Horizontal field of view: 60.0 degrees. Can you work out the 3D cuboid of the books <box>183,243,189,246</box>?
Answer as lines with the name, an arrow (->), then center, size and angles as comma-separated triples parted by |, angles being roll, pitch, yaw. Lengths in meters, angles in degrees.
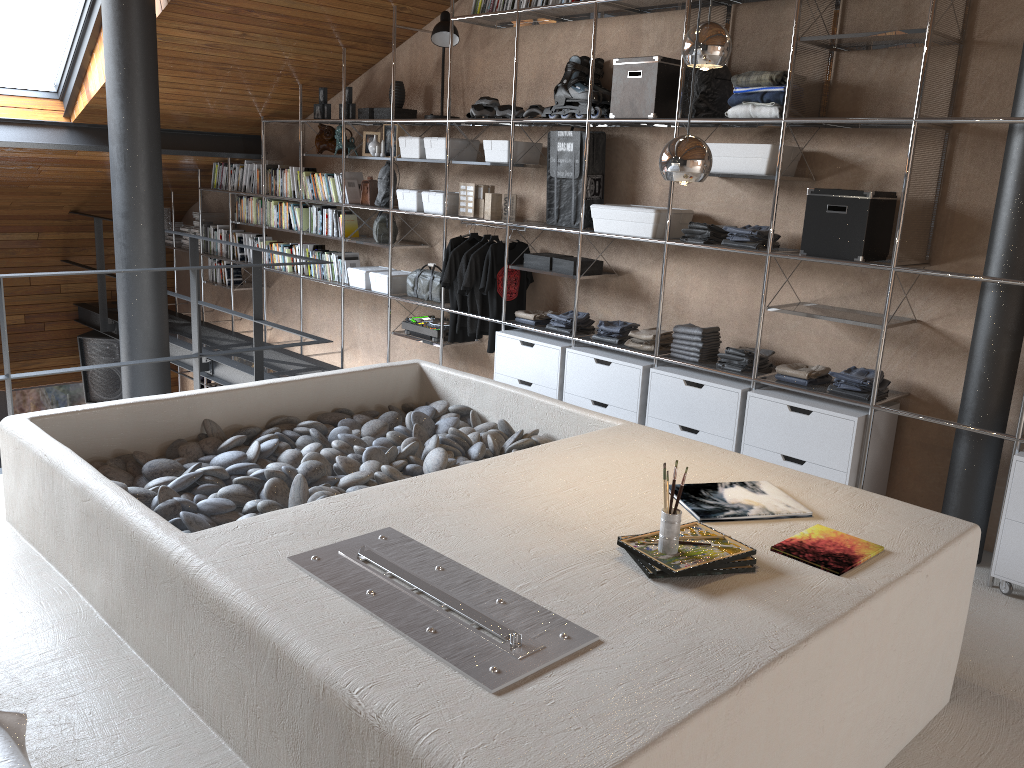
books -> -2.963, -1.323, 8.383 | 0.222, 0.021, 0.174 | -10, 19, -43

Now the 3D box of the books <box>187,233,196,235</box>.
books -> -2.958, -1.417, 8.368 | 0.161, 0.012, 0.206 | 12, 17, 34

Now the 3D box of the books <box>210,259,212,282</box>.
books -> -2.679, -1.036, 8.066 | 0.127, 0.201, 0.011 | -10, 19, -43

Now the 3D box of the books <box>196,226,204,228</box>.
books -> -2.761, -1.438, 8.134 | 0.222, 0.012, 0.160 | -8, 17, -38

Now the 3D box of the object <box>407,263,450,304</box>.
object -> -0.539, -0.685, 5.941 | 0.376, 0.247, 0.166 | 15, 18, 41

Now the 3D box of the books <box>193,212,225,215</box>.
books -> -2.772, -1.562, 8.120 | 0.228, 0.016, 0.182 | -10, 19, -43

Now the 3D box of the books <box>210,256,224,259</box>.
books -> -2.673, -1.053, 8.098 | 0.177, 0.219, 0.008 | -10, 19, -43

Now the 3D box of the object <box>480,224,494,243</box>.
object -> -0.154, -0.888, 5.488 | 0.009, 0.197, 0.387 | 15, 18, 40

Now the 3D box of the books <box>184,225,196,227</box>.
books -> -2.951, -1.489, 8.353 | 0.206, 0.012, 0.161 | -10, 19, -43

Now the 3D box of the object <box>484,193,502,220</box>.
object -> -0.113, -1.068, 5.338 | 0.074, 0.156, 0.079 | -5, 16, -29

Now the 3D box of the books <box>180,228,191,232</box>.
books -> -2.957, -1.455, 8.348 | 0.268, 0.025, 0.176 | -10, 19, -43

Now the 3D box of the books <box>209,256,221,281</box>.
books -> -2.691, -1.056, 8.106 | 0.164, 0.219, 0.010 | -10, 19, -43

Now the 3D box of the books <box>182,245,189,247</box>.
books -> -2.962, -1.304, 8.383 | 0.182, 0.016, 0.234 | 14, 18, 39

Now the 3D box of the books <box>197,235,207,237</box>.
books -> -2.762, -1.361, 8.159 | 0.227, 0.013, 0.160 | -6, 16, -32

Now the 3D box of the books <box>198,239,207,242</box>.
books -> -2.771, -1.326, 8.149 | 0.258, 0.028, 0.180 | -8, 17, -38

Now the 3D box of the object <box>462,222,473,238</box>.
object -> -0.268, -0.963, 5.597 | 0.283, 0.118, 0.016 | -10, 19, -43

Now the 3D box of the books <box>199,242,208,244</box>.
books -> -2.767, -1.307, 8.160 | 0.258, 0.016, 0.181 | -10, 19, -42

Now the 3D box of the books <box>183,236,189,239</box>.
books -> -2.945, -1.382, 8.358 | 0.182, 0.016, 0.234 | 12, 17, 34

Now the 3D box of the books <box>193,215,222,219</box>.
books -> -2.771, -1.526, 8.115 | 0.216, 0.021, 0.174 | -10, 19, -43

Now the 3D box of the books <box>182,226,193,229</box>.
books -> -2.965, -1.475, 8.348 | 0.231, 0.012, 0.159 | -8, 18, -39

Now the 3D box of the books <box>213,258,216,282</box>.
books -> -2.634, -1.039, 8.041 | 0.161, 0.223, 0.017 | -10, 19, -43

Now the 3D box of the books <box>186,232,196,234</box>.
books -> -2.951, -1.431, 8.374 | 0.208, 0.013, 0.161 | -8, 18, -39

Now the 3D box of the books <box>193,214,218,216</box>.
books -> -2.770, -1.544, 8.113 | 0.228, 0.016, 0.182 | -10, 19, -43

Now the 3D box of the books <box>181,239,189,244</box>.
books -> -2.963, -1.347, 8.374 | 0.180, 0.028, 0.240 | 12, 17, 34

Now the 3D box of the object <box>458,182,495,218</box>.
object -> -0.215, -1.145, 5.528 | 0.196, 0.205, 0.142 | 16, 18, 42

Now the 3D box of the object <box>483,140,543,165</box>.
object -> 0.004, -1.372, 5.256 | 0.290, 0.124, 0.222 | -10, 19, -43

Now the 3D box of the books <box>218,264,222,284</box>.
books -> -2.586, -0.993, 7.963 | 0.112, 0.177, 0.009 | -10, 19, -43

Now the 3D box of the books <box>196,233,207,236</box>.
books -> -2.757, -1.373, 8.145 | 0.225, 0.017, 0.167 | -10, 19, -43

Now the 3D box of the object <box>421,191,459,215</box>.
object -> -0.405, -1.166, 5.713 | 0.295, 0.136, 0.228 | -10, 19, -43

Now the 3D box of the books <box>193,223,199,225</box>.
books -> -2.781, -1.463, 8.120 | 0.208, 0.017, 0.167 | -10, 19, -43

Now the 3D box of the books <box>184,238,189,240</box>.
books -> -2.946, -1.367, 8.363 | 0.234, 0.016, 0.182 | -8, 18, -39

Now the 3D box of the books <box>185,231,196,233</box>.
books -> -2.949, -1.439, 8.361 | 0.161, 0.013, 0.206 | 14, 18, 39

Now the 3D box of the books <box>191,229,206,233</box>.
books -> -2.767, -1.404, 8.131 | 0.288, 0.025, 0.175 | -8, 17, -38

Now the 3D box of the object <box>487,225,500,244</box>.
object -> -0.108, -0.874, 5.443 | 0.009, 0.197, 0.387 | 15, 18, 40

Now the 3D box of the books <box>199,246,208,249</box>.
books -> -2.773, -1.261, 8.168 | 0.239, 0.021, 0.174 | -8, 17, -38

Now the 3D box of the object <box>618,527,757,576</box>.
object -> 0.433, 0.415, 2.211 | 0.276, 0.013, 0.207 | -2, 15, -20

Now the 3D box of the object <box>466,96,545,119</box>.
object -> -0.012, -1.625, 5.231 | 0.658, 0.141, 0.286 | 13, 17, 37

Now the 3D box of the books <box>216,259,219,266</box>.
books -> -2.597, -1.024, 7.975 | 0.122, 0.230, 0.017 | -10, 19, -43

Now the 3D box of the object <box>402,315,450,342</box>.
object -> -0.513, -0.381, 6.025 | 0.320, 0.114, 0.405 | -10, 19, -43

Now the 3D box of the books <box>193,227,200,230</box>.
books -> -2.774, -1.425, 8.132 | 0.254, 0.012, 0.158 | -6, 16, -32

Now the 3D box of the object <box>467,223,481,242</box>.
object -> -0.239, -0.913, 5.572 | 0.009, 0.197, 0.387 | 15, 18, 40

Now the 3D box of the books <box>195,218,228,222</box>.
books -> -2.747, -1.502, 8.124 | 0.234, 0.028, 0.180 | -10, 19, -43

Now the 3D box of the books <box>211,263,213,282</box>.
books -> -2.674, -1.018, 8.058 | 0.119, 0.171, 0.014 | -10, 19, -43

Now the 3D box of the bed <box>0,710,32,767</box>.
bed -> -1.933, 0.695, 1.195 | 2.011, 0.484, 1.826 | -10, 19, -43

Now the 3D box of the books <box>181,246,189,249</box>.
books -> -2.978, -1.291, 8.393 | 0.234, 0.016, 0.182 | -10, 19, -43

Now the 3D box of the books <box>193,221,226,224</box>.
books -> -2.764, -1.478, 8.112 | 0.228, 0.016, 0.182 | -10, 19, -43

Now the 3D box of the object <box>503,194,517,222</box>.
object -> -0.012, -1.056, 5.308 | 0.074, 0.156, 0.079 | 4, 14, 4

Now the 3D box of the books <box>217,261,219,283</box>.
books -> -2.593, -1.005, 7.964 | 0.111, 0.198, 0.008 | -10, 19, -43

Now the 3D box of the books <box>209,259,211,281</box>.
books -> -2.692, -1.037, 8.069 | 0.127, 0.201, 0.011 | -10, 19, -43

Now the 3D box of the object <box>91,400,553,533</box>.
object -> -0.613, 0.329, 3.231 | 1.842, 0.246, 1.436 | -10, 19, -43

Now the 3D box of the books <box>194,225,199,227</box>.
books -> -2.783, -1.451, 8.134 | 0.201, 0.012, 0.161 | -10, 19, -43

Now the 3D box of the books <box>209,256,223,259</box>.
books -> -2.684, -1.054, 8.100 | 0.171, 0.220, 0.010 | -10, 19, -43

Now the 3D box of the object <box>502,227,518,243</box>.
object -> -0.011, -0.888, 5.344 | 0.283, 0.118, 0.016 | -10, 19, -43
